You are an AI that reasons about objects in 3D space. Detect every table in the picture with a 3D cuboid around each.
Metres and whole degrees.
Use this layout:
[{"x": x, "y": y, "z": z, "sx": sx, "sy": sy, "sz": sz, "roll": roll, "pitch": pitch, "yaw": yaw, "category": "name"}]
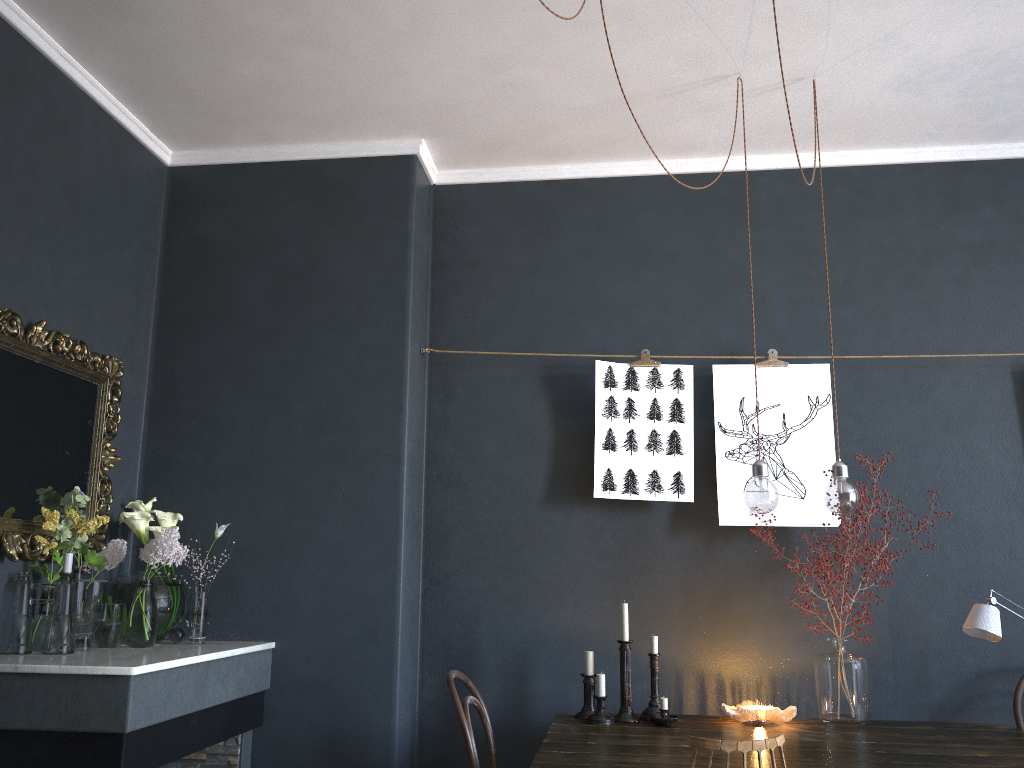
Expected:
[{"x": 0.894, "y": 1.457, "z": 2.639, "sx": 1.604, "sy": 0.725, "sz": 1.129, "roll": -1, "pitch": -12, "yaw": 7, "category": "table"}]

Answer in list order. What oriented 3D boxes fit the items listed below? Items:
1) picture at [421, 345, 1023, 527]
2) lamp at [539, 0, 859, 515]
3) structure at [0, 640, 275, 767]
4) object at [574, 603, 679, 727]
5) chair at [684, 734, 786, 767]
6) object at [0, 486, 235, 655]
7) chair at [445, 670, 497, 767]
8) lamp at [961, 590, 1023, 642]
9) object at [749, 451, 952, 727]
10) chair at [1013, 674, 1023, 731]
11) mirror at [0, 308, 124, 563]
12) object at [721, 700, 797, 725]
[{"x": 1.828, "y": 0.177, "z": 3.380, "sx": 4.457, "sy": 0.768, "sz": 0.058, "roll": -1, "pitch": -12, "yaw": 7, "category": "picture"}, {"x": 0.656, "y": -0.474, "z": 2.458, "sx": 0.583, "sy": 1.569, "sz": 1.594, "roll": -9, "pitch": -15, "yaw": 37, "category": "lamp"}, {"x": -1.182, "y": 1.355, "z": 2.806, "sx": 0.834, "sy": 0.978, "sz": 1.069, "roll": -1, "pitch": -12, "yaw": 7, "category": "structure"}, {"x": 0.402, "y": 0.987, "z": 3.168, "sx": 0.368, "sy": 0.418, "sz": 0.224, "roll": -1, "pitch": -12, "yaw": 8, "category": "object"}, {"x": 0.518, "y": 1.289, "z": 2.169, "sx": 0.456, "sy": 0.854, "sz": 0.385, "roll": 2, "pitch": -12, "yaw": -8, "category": "chair"}, {"x": -1.320, "y": 0.636, "z": 3.087, "sx": 0.474, "sy": 0.545, "sz": 0.729, "roll": -2, "pitch": -12, "yaw": 10, "category": "object"}, {"x": 0.060, "y": 1.377, "z": 2.761, "sx": 0.549, "sy": 0.918, "sz": 0.439, "roll": -1, "pitch": -12, "yaw": 9, "category": "chair"}, {"x": 1.817, "y": 1.229, "z": 2.939, "sx": 0.801, "sy": 1.066, "sz": 0.242, "roll": 10, "pitch": -15, "yaw": -38, "category": "lamp"}, {"x": 1.178, "y": 0.742, "z": 3.216, "sx": 0.557, "sy": 0.928, "sz": 0.640, "roll": 5, "pitch": -13, "yaw": -22, "category": "object"}, {"x": 1.958, "y": 1.418, "z": 2.870, "sx": 0.438, "sy": 0.918, "sz": 0.551, "roll": 0, "pitch": -12, "yaw": 5, "category": "chair"}, {"x": -1.567, "y": 0.172, "z": 2.840, "sx": 0.067, "sy": 0.782, "sz": 1.060, "roll": -1, "pitch": -12, "yaw": 7, "category": "mirror"}, {"x": 0.863, "y": 1.151, "z": 3.099, "sx": 0.254, "sy": 0.072, "sz": 0.253, "roll": -2, "pitch": -13, "yaw": 13, "category": "object"}]
